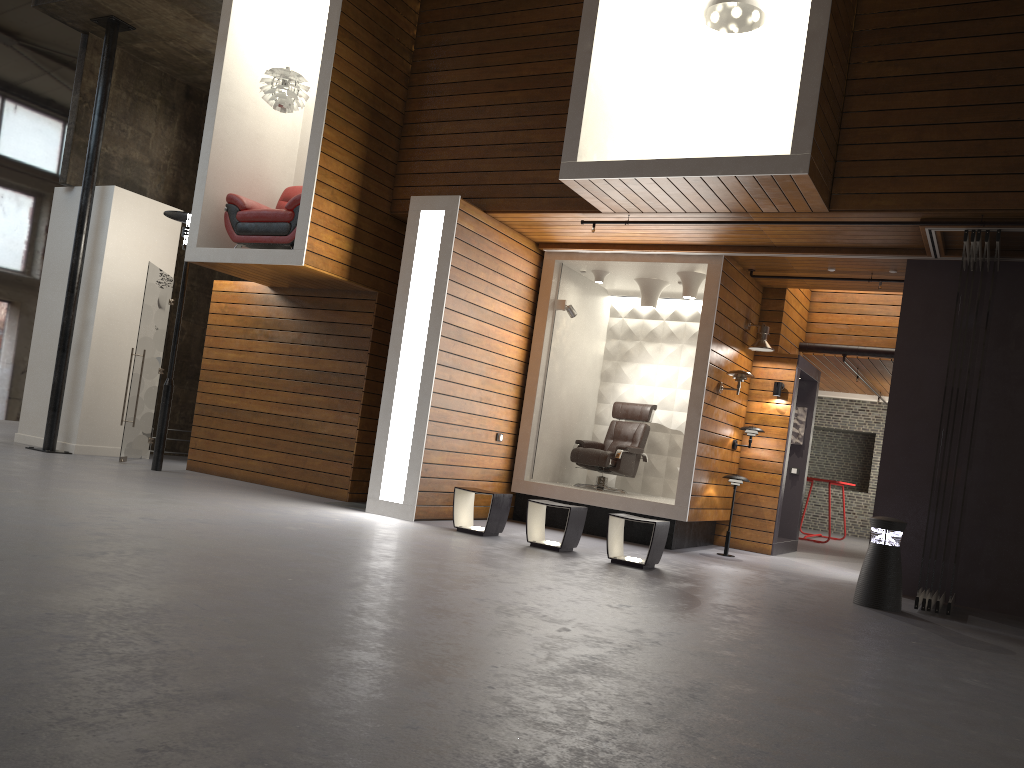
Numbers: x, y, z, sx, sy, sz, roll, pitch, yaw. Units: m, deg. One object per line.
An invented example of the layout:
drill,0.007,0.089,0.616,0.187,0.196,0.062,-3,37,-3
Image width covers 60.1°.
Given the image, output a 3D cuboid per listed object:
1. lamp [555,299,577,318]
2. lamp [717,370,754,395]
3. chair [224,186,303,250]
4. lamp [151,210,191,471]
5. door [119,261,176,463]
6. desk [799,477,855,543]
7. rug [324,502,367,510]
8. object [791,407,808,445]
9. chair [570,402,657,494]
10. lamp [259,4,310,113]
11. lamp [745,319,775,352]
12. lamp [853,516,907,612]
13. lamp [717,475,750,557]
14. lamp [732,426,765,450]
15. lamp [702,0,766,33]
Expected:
lamp,0.609,-0.835,9.820,0.249,0.188,0.129,8,-2,-2
lamp,2.319,-0.016,9.162,0.350,0.271,0.289,7,-3,29
chair,-2.235,-1.716,9.186,1.197,0.936,0.956,7,-3,29
lamp,-3.739,-0.425,9.822,0.631,2.945,0.629,8,-1,-20
door,-4.369,-0.223,10.661,0.146,2.302,1.286,8,-2,-8
desk,4.953,2.036,14.368,0.842,0.984,1.724,7,-3,29
rug,-1.281,1.302,9.395,0.539,0.014,1.584,6,-4,29
object,3.547,0.522,11.319,0.379,0.477,0.049,7,-1,29
chair,1.168,0.706,10.330,0.753,1.070,0.828,6,-3,44
lamp,-2.188,-3.633,8.918,0.512,1.772,0.487,8,-1,-7
lamp,2.760,-0.543,9.829,0.345,0.331,0.296,7,-3,31
lamp,2.857,1.370,6.825,0.347,0.695,0.349,7,-2,35
lamp,2.301,1.373,9.298,0.287,0.861,0.288,8,-1,15
lamp,2.659,0.612,9.937,0.326,0.296,0.289,7,-3,29
lamp,1.933,-3.565,7.458,0.528,0.986,0.532,7,-2,42
